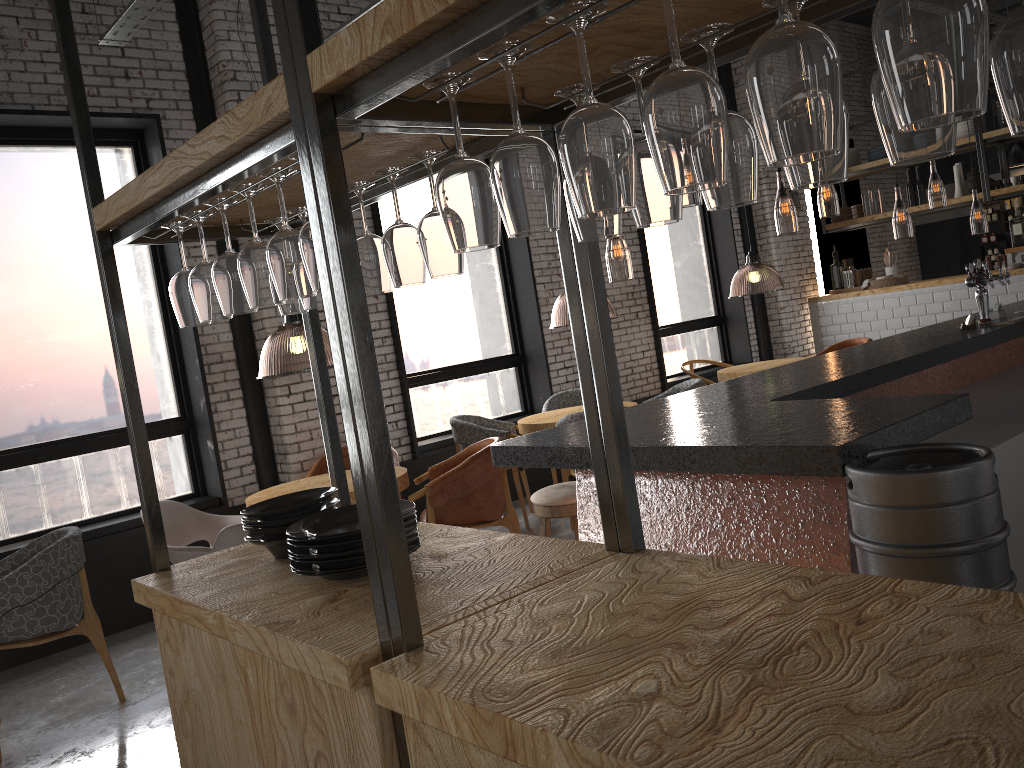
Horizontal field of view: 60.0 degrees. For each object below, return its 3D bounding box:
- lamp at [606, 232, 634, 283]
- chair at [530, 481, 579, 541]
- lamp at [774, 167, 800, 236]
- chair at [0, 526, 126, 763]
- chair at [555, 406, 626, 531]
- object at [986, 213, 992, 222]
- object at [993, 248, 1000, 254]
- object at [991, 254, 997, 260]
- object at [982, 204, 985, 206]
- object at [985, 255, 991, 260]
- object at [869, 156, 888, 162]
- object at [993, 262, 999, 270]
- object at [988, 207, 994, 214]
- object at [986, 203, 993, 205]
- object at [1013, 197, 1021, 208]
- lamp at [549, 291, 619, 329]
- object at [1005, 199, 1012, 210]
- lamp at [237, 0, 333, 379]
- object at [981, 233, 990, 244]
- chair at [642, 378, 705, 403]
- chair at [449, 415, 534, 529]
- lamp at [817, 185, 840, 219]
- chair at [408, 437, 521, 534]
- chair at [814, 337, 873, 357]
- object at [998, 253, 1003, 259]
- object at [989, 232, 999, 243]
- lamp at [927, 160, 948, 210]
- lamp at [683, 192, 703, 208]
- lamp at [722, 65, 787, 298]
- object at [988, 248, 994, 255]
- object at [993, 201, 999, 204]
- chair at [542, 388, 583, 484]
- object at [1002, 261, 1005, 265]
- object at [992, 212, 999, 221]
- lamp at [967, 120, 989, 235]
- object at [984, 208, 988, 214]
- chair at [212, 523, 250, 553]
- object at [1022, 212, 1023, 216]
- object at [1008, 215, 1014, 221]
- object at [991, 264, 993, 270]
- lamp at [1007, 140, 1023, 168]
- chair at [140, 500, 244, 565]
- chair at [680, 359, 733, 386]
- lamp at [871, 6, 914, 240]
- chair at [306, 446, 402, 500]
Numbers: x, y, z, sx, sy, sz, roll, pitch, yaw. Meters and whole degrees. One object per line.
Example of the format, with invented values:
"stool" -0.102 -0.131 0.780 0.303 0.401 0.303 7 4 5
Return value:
"lamp" 0.335 -1.218 3.670 0.108 1.597 0.108 -9 3 -8
"chair" 0.288 0.854 3.951 0.480 0.805 0.439 -9 3 9
"lamp" 1.237 -1.454 4.300 0.108 1.460 0.108 -8 3 22
"chair" -2.272 1.202 4.256 0.645 0.928 0.681 -11 4 -31
"chair" 0.631 0.609 6.180 0.681 0.928 0.644 -9 3 4
"object" 6.644 -2.317 12.352 0.076 0.111 0.076 -10 3 -20
"object" 6.743 -1.855 12.342 0.071 0.083 0.071 -9 3 0
"object" 6.729 -1.771 12.379 0.070 0.083 0.071 -6 4 40
"object" 6.572 -2.548 12.414 0.071 0.113 0.081 -12 4 -39
"object" 6.679 -1.767 12.440 0.071 0.083 0.070 -11 4 -30
"object" 4.382 -2.613 10.303 0.455 0.033 0.454 -11 4 -32
"object" 6.778 -1.654 12.393 0.090 0.101 0.111 -8 3 11
"object" 6.652 -2.414 12.319 0.071 0.083 0.071 -10 3 -15
"object" 6.635 -2.553 12.340 0.071 0.113 0.081 -12 4 -39
"object" 6.867 -2.471 12.056 0.079 0.156 0.079 -7 3 35
"lamp" 0.355 -1.645 6.682 0.536 2.403 0.537 -9 3 2
"object" 6.798 -2.465 12.138 0.079 0.156 0.079 -10 3 -10
"lamp" -1.418 -1.258 5.153 0.536 2.403 0.537 -9 3 2
"object" 6.650 -2.041 12.445 0.088 0.139 0.100 -12 4 -39
"chair" 1.308 0.450 6.931 0.643 0.928 0.682 -9 3 4
"chair" -0.164 0.679 7.040 0.643 0.928 0.682 -9 3 4
"lamp" 1.603 -1.697 4.783 0.108 1.597 0.108 -9 3 -8
"chair" -0.234 0.812 5.215 0.644 0.928 0.682 -9 3 -3
"chair" 3.188 0.053 8.374 0.644 0.928 0.681 -10 3 -18
"object" 6.782 -1.775 12.316 0.071 0.083 0.071 -10 3 -15
"object" 6.720 -2.047 12.363 0.088 0.139 0.100 -12 4 -39
"lamp" 2.614 -1.917 5.656 0.108 1.597 0.108 -9 3 -8
"lamp" 0.691 -1.600 4.005 0.108 1.597 0.108 -9 3 -8
"lamp" 2.089 -2.022 8.180 0.536 2.403 0.537 -9 3 2
"object" 6.698 -1.852 12.404 0.071 0.083 0.071 -10 3 -15
"object" 6.694 -2.557 12.270 0.071 0.113 0.081 -12 4 -39
"chair" 0.636 0.512 7.621 0.681 0.928 0.644 -9 3 4
"object" 6.843 -1.659 12.317 0.090 0.101 0.111 -8 3 16
"object" 6.699 -2.322 12.290 0.076 0.111 0.076 -6 4 45
"lamp" 3.087 -1.817 6.046 0.108 1.597 0.108 -9 3 -8
"object" 6.599 -2.410 12.382 0.070 0.083 0.071 -6 4 40
"chair" -1.102 1.029 4.548 0.770 0.850 0.803 -9 3 9
"object" 6.950 -2.284 12.003 0.070 0.083 0.071 -6 4 40
"object" 6.834 -2.275 12.140 0.071 0.083 0.071 -10 3 -15
"object" 6.697 -1.651 12.470 0.119 0.111 0.085 -9 3 9
"lamp" 6.724 -3.390 11.851 0.391 0.936 0.390 -11 4 -38
"chair" -1.723 1.079 5.287 0.802 0.850 0.772 -9 3 9
"chair" 2.033 0.203 8.946 0.613 0.920 0.643 -11 4 -33
"lamp" 2.190 -1.647 5.197 0.108 1.597 0.109 -7 3 31
"chair" -0.977 0.882 5.950 0.681 0.928 0.644 -9 3 2
